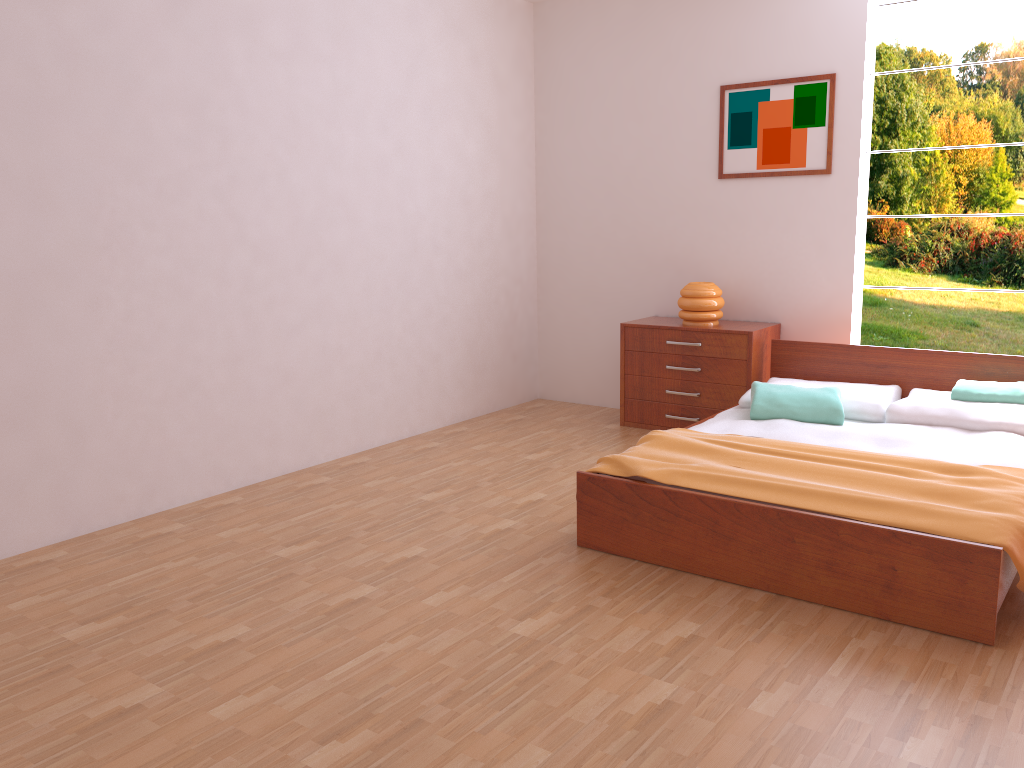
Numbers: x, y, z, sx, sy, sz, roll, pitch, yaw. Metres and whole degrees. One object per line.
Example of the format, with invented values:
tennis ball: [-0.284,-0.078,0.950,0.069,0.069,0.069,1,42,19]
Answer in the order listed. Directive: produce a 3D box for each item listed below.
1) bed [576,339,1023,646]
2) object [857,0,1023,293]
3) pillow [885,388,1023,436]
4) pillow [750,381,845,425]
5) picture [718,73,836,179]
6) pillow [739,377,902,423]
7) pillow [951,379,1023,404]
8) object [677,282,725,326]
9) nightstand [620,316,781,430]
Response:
bed: [1.468,0.262,3.667,1.632,0.560,1.990,7,13,36]
object: [2.754,-0.973,4.112,2.205,1.815,0.033,7,13,36]
pillow: [2.088,0.137,4.020,0.630,0.182,0.574,6,13,35]
pillow: [1.323,0.091,4.126,0.425,0.164,0.334,1,11,13]
picture: [1.454,-1.412,4.906,0.645,0.517,0.030,7,13,36]
pillow: [1.531,0.076,4.407,0.682,0.157,0.574,5,12,30]
pillow: [2.176,0.044,4.027,0.322,0.116,0.276,6,13,33]
object: [1.086,-0.462,5.098,0.264,0.244,0.264,-9,13,-35]
nightstand: [1.085,-0.043,5.188,0.815,0.626,0.428,7,13,36]
